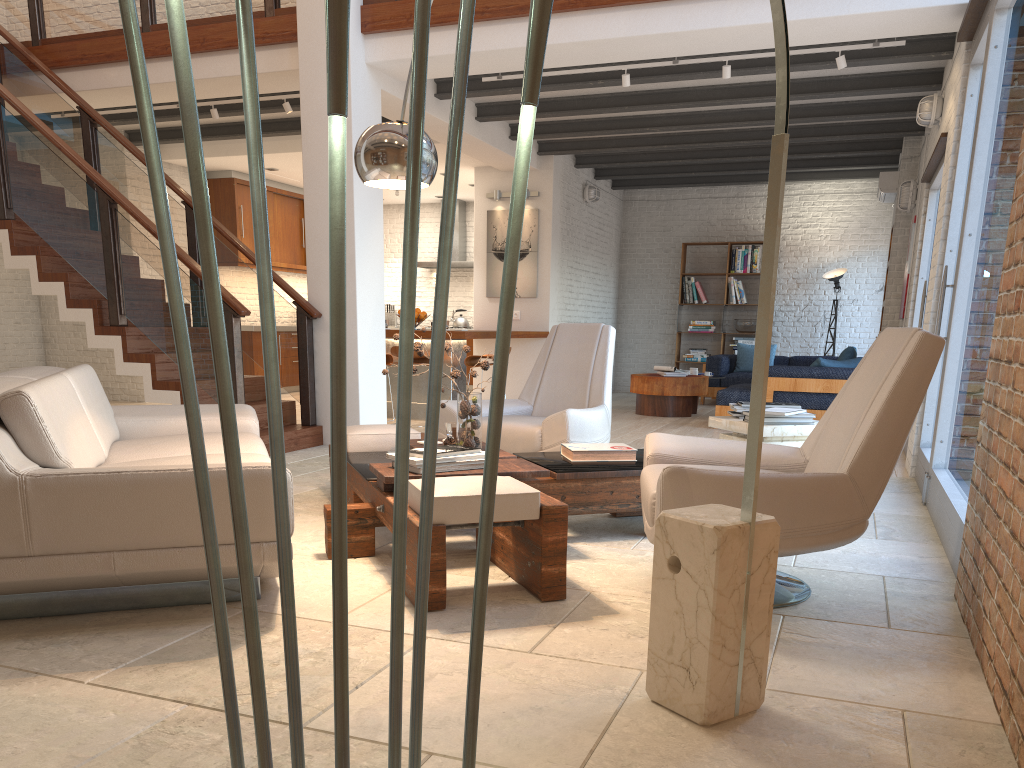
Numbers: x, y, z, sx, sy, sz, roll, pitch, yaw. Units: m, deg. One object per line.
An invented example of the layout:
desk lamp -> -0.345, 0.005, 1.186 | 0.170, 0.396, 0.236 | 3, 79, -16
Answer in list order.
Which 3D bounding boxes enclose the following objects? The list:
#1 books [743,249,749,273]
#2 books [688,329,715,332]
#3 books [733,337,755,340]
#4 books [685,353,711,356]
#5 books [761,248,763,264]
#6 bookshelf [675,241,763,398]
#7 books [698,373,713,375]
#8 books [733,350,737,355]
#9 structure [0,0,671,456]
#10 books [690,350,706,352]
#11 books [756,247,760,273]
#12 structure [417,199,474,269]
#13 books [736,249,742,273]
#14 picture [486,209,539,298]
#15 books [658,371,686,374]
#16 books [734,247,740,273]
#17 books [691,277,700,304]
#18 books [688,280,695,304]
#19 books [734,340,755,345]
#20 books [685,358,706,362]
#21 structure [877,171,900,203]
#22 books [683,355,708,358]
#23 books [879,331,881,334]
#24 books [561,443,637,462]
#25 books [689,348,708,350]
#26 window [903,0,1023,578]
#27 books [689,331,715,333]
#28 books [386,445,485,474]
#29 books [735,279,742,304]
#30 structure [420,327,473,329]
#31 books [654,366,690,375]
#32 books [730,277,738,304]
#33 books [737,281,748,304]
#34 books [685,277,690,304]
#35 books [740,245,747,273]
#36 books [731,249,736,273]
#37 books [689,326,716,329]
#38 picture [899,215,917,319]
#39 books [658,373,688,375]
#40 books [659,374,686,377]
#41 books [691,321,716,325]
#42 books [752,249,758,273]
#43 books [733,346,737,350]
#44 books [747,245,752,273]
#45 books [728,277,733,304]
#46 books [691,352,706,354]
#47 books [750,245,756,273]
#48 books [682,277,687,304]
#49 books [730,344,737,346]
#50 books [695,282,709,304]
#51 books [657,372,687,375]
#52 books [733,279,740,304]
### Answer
books -> 3.364, -1.750, 12.496 | 0.055, 0.340, 0.247 | 6, 11, 21
books -> 2.808, -0.799, 12.905 | 0.378, 0.037, 0.238 | 2, 4, 16
books -> 3.431, -0.657, 12.715 | 0.378, 0.037, 0.238 | 2, 4, 20
books -> 2.775, -0.439, 13.003 | 0.379, 0.019, 0.238 | 2, 4, 13
books -> 3.580, -1.768, 12.399 | 0.036, 0.396, 0.237 | 6, 12, 21
bookshelf -> 3.112, -0.911, 12.755 | 1.311, 2.275, 0.353 | 5, 14, 20
books -> 2.423, -0.127, 11.112 | 0.231, 0.023, 0.158 | 0, 4, -21
books -> 3.429, -0.462, 12.747 | 0.379, 0.066, 0.237 | 2, 5, 7
structure -> -1.702, -1.648, 7.349 | 10.106, 4.270, 13.525 | 3, 5, 21
books -> 2.780, -0.494, 13.020 | 0.236, 0.019, 0.166 | 2, 4, 14
books -> 3.518, -1.757, 12.425 | 0.020, 0.371, 0.264 | 6, 11, 21
structure -> -0.927, -2.287, 13.307 | 0.981, 1.026, 0.443 | 4, 12, 20
books -> 3.269, -1.752, 12.511 | 0.055, 0.340, 0.247 | 6, 11, 21
picture -> 0.000, -1.563, 10.487 | 0.652, 1.049, 0.019 | 5, 14, 20
books -> 1.842, -0.135, 10.066 | 0.252, 0.011, 0.309 | 1, 4, -5
books -> 3.239, -1.769, 12.536 | 0.020, 0.371, 0.264 | 6, 11, 21
books -> 2.698, -1.372, 12.819 | 0.120, 0.394, 0.237 | 6, 12, 21
books -> 2.656, -1.352, 12.872 | 0.102, 0.345, 0.247 | 6, 11, 21
books -> 3.436, -0.606, 12.730 | 0.378, 0.066, 0.238 | 2, 5, 15
books -> 2.779, -0.365, 13.021 | 0.323, 0.057, 0.250 | 3, 5, 30
structure -> 4.247, -2.218, 9.861 | 0.199, 0.226, 0.795 | 5, 6, 21
books -> 2.763, -0.413, 13.024 | 0.378, 0.037, 0.238 | 2, 4, 20
books -> 4.365, -0.597, 10.170 | 0.131, 0.035, 0.202 | 4, 5, 31
books -> 0.428, 0.338, 4.328 | 0.326, 0.058, 0.248 | 0, 4, -9
books -> 2.782, -0.519, 12.993 | 0.251, 0.017, 0.158 | 2, 4, 20
window -> 3.321, -2.588, 5.780 | 0.643, 6.598, 12.036 | 6, 8, 21
books -> 2.818, -0.770, 12.914 | 0.354, 0.021, 0.265 | 2, 4, 21
books -> -0.292, 0.315, 3.681 | 0.397, 0.077, 0.245 | -2, 6, -37
books -> 3.290, -1.330, 12.620 | 0.124, 0.360, 0.264 | 6, 11, 21
structure -> -0.979, -0.872, 13.587 | 0.808, 0.033, 0.576 | 2, 4, 20
books -> 1.860, -0.153, 10.139 | 0.270, 0.112, 0.316 | -3, 6, -37
books -> 3.214, -1.348, 12.625 | 0.103, 0.396, 0.237 | 6, 12, 21
books -> 3.330, -1.318, 12.593 | 0.157, 0.340, 0.247 | 6, 11, 21
books -> 2.602, -1.378, 12.867 | 0.091, 0.397, 0.237 | 6, 12, 21
books -> 3.315, -1.778, 12.492 | 0.036, 0.396, 0.237 | 6, 12, 21
books -> 3.203, -1.756, 12.554 | 0.055, 0.340, 0.247 | 6, 11, 21
books -> 2.816, -0.835, 12.886 | 0.379, 0.037, 0.238 | 2, 4, 14
picture -> 3.979, -1.147, 8.774 | 0.019, 0.991, 0.723 | 6, 11, 21
books -> 1.858, -0.114, 10.093 | 0.252, 0.011, 0.309 | 0, 4, -10
books -> 1.855, -0.103, 10.080 | 0.252, 0.011, 0.309 | 1, 4, 0
books -> 2.829, -0.903, 12.884 | 0.325, 0.057, 0.249 | 3, 5, 23
books -> 3.477, -1.743, 12.428 | 0.055, 0.340, 0.247 | 6, 11, 21
books -> 3.401, -0.523, 12.731 | 0.325, 0.057, 0.248 | 2, 4, 15
books -> 3.401, -1.774, 12.454 | 0.036, 0.396, 0.237 | 6, 12, 21
books -> 3.187, -1.352, 12.659 | 0.101, 0.396, 0.237 | 6, 12, 21
books -> 2.782, -0.467, 13.019 | 0.205, 0.035, 0.129 | 3, 5, 20
books -> 3.439, -1.773, 12.451 | 0.036, 0.396, 0.237 | 6, 12, 21
books -> 2.564, -1.379, 12.872 | 0.091, 0.397, 0.237 | 6, 12, 21
books -> 3.421, -0.562, 12.727 | 0.442, 0.021, 0.265 | 2, 4, 20
books -> 2.792, -1.338, 12.816 | 0.194, 0.329, 0.247 | 5, 11, 21
books -> 1.846, -0.124, 10.076 | 0.252, 0.011, 0.309 | 0, 4, -10
books -> 3.267, -1.330, 12.620 | 0.124, 0.360, 0.264 | 6, 11, 21
